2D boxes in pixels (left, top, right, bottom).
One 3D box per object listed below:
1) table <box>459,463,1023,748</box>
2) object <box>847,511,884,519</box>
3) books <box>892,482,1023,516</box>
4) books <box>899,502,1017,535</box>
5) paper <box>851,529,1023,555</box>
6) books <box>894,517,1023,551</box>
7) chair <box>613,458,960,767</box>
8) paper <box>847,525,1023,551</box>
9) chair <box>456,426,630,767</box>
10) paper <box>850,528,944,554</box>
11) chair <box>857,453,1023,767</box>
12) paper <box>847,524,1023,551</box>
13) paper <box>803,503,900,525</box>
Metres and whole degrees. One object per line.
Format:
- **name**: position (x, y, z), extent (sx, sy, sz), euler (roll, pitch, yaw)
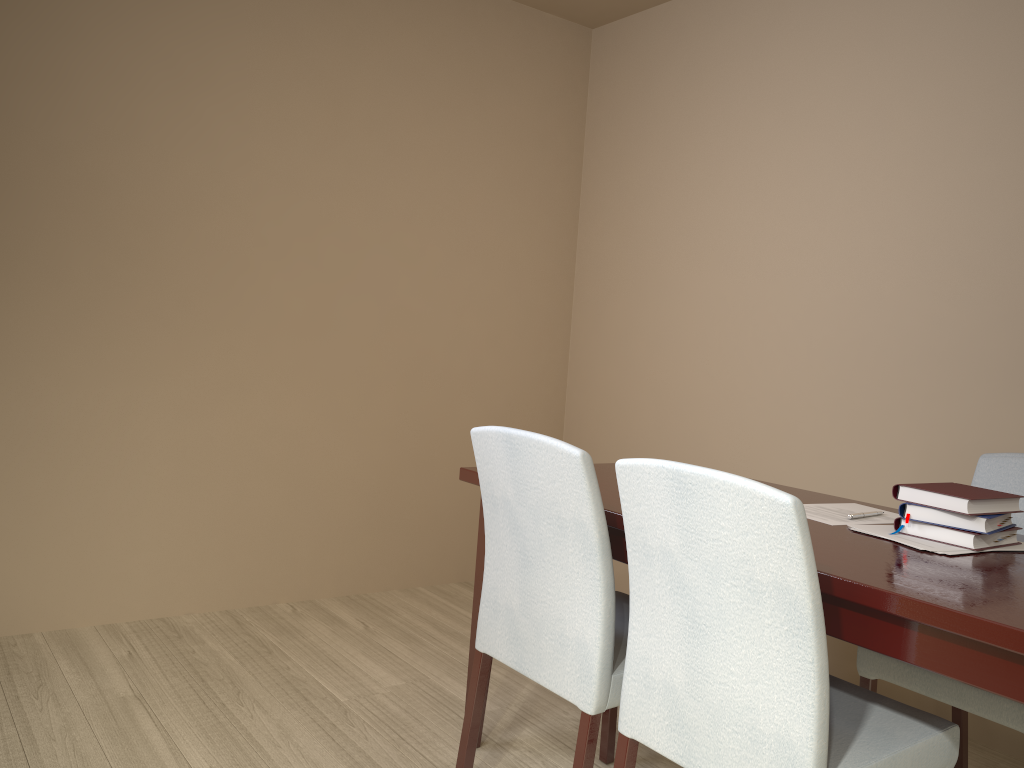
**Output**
- **table**: position (0.663, 0.632, 1.727), extent (0.749, 0.681, 1.763), euler (4, 2, -36)
- **object**: position (0.775, 0.284, 1.929), extent (0.158, 0.012, 0.011), euler (2, 2, -41)
- **books**: position (0.872, 0.222, 1.729), extent (0.182, 0.032, 0.165), euler (3, 3, -31)
- **books**: position (0.875, 0.254, 1.732), extent (0.165, 0.032, 0.182), euler (7, 3, 44)
- **paper**: position (0.848, 0.301, 1.737), extent (0.289, 0.001, 0.211), euler (3, 3, -31)
- **books**: position (0.875, 0.286, 1.734), extent (0.182, 0.032, 0.165), euler (2, 3, -36)
- **chair**: position (0.451, 0.549, 1.521), extent (0.504, 0.829, 0.400), euler (5, -1, -36)
- **paper**: position (0.848, 0.300, 1.737), extent (0.289, 0.001, 0.211), euler (3, 3, -21)
- **chair**: position (0.182, 0.512, 1.890), extent (0.504, 0.829, 0.400), euler (5, -1, -36)
- **paper**: position (0.848, 0.302, 1.737), extent (0.289, 0.001, 0.211), euler (3, 3, -26)
- **chair**: position (1.069, 0.577, 1.914), extent (0.504, 0.829, 0.400), euler (5, -1, -36)
- **paper**: position (0.848, 0.301, 1.737), extent (0.290, 0.001, 0.210), euler (3, 3, -16)
- **paper**: position (0.734, 0.286, 1.953), extent (0.289, 0.001, 0.211), euler (3, 3, -26)
